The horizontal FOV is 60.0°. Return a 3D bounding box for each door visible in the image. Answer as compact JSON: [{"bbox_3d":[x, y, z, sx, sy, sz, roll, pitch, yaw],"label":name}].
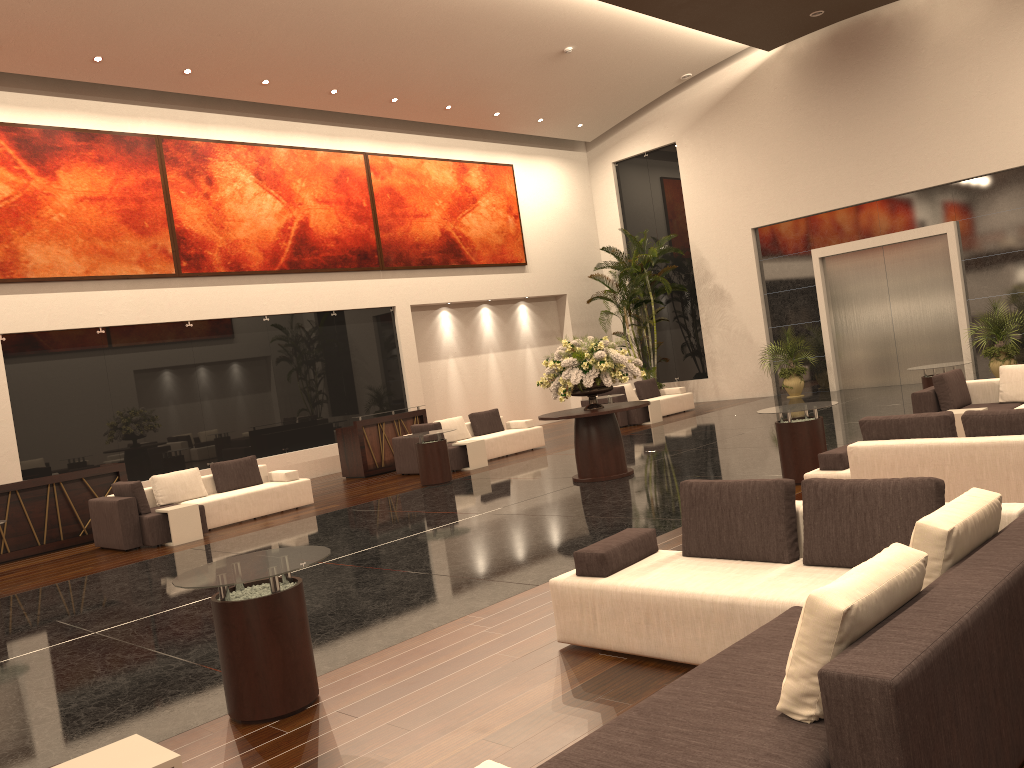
[{"bbox_3d":[8.249,-1.486,19.245,2.767,3.048,0.040,-7,2,45],"label":"door"}]

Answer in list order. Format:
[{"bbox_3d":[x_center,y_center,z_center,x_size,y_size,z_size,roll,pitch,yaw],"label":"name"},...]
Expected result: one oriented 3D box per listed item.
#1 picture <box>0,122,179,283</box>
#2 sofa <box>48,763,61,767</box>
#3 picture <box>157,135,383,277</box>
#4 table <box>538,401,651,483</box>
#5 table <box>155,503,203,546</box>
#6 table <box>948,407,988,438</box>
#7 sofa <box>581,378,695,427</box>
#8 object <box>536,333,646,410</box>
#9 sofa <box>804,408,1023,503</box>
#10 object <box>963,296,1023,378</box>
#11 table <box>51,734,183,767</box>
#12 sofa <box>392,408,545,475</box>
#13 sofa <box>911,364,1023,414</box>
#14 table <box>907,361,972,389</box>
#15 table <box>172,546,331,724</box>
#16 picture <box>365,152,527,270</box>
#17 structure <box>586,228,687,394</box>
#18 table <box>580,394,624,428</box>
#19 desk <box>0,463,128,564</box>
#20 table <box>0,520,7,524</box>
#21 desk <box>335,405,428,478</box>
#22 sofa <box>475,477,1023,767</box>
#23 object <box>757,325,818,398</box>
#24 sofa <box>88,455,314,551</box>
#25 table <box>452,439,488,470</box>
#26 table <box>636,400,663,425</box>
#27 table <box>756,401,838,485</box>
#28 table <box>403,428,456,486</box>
[{"bbox_3d":[-7.684,-2.885,14.128,0.070,2.526,4.515,-7,2,45],"label":"picture"},{"bbox_3d":[-1.386,1.428,2.204,2.846,0.862,1.291,-7,2,45],"label":"sofa"},{"bbox_3d":[-4.538,-3.417,17.327,0.070,2.526,4.515,-7,2,45],"label":"picture"},{"bbox_3d":[1.160,0.790,11.908,1.498,0.921,1.498,-7,2,36],"label":"table"},{"bbox_3d":[-4.321,1.823,11.517,0.400,0.460,0.400,-7,2,45],"label":"table"},{"bbox_3d":[4.999,0.527,9.787,0.400,0.460,0.400,-7,2,45],"label":"table"},{"bbox_3d":[2.950,0.366,19.870,1.291,0.862,2.846,-7,2,45],"label":"sofa"},{"bbox_3d":[1.034,-0.209,11.863,1.453,1.097,1.402,-8,1,1],"label":"object"},{"bbox_3d":[4.360,0.468,7.636,2.586,0.862,3.366,-7,2,45],"label":"sofa"},{"bbox_3d":[9.347,-0.896,17.034,1.373,1.682,1.297,-8,1,-7],"label":"object"},{"bbox_3d":[-1.451,1.616,3.228,0.400,0.460,0.400,-7,2,45],"label":"table"},{"bbox_3d":[-0.664,0.977,16.195,1.291,0.862,2.846,-7,2,45],"label":"sofa"},{"bbox_3d":[5.980,0.184,9.694,2.846,0.862,1.291,-7,2,45],"label":"sofa"},{"bbox_3d":[6.072,0.133,12.506,0.833,0.795,0.844,-8,1,6],"label":"table"},{"bbox_3d":[-1.368,1.391,4.899,0.844,0.795,0.833,-8,1,-6],"label":"table"},{"bbox_3d":[-1.390,-3.949,20.529,0.070,2.526,4.515,-7,2,45],"label":"picture"},{"bbox_3d":[3.337,-1.643,22.306,2.436,4.611,2.531,-8,1,17],"label":"structure"},{"bbox_3d":[1.769,0.644,16.822,0.833,0.795,0.844,-8,1,6],"label":"table"},{"bbox_3d":[-6.770,1.856,12.374,0.700,1.043,2.606,-7,2,45],"label":"desk"},{"bbox_3d":[-5.671,1.902,9.215,0.844,0.795,0.833,-8,1,-6],"label":"table"},{"bbox_3d":[-2.392,1.081,16.788,0.760,1.114,1.634,-7,2,45],"label":"desk"},{"bbox_3d":[0.648,1.095,3.835,2.586,0.862,3.366,-7,2,45],"label":"sofa"},{"bbox_3d":[6.335,-0.540,20.129,1.373,1.682,1.297,-8,1,-12],"label":"object"},{"bbox_3d":[-4.266,1.585,12.531,1.291,0.862,2.846,-7,2,45],"label":"sofa"},{"bbox_3d":[-0.718,1.214,15.180,0.400,0.460,0.400,-7,2,45],"label":"table"},{"bbox_3d":[2.895,0.603,18.855,0.400,0.460,0.400,-7,2,45],"label":"table"},{"bbox_3d":[3.082,0.639,9.425,0.833,0.795,0.844,-8,1,6],"label":"table"},{"bbox_3d":[-1.221,1.150,13.742,0.833,0.795,0.844,-8,1,6],"label":"table"}]
